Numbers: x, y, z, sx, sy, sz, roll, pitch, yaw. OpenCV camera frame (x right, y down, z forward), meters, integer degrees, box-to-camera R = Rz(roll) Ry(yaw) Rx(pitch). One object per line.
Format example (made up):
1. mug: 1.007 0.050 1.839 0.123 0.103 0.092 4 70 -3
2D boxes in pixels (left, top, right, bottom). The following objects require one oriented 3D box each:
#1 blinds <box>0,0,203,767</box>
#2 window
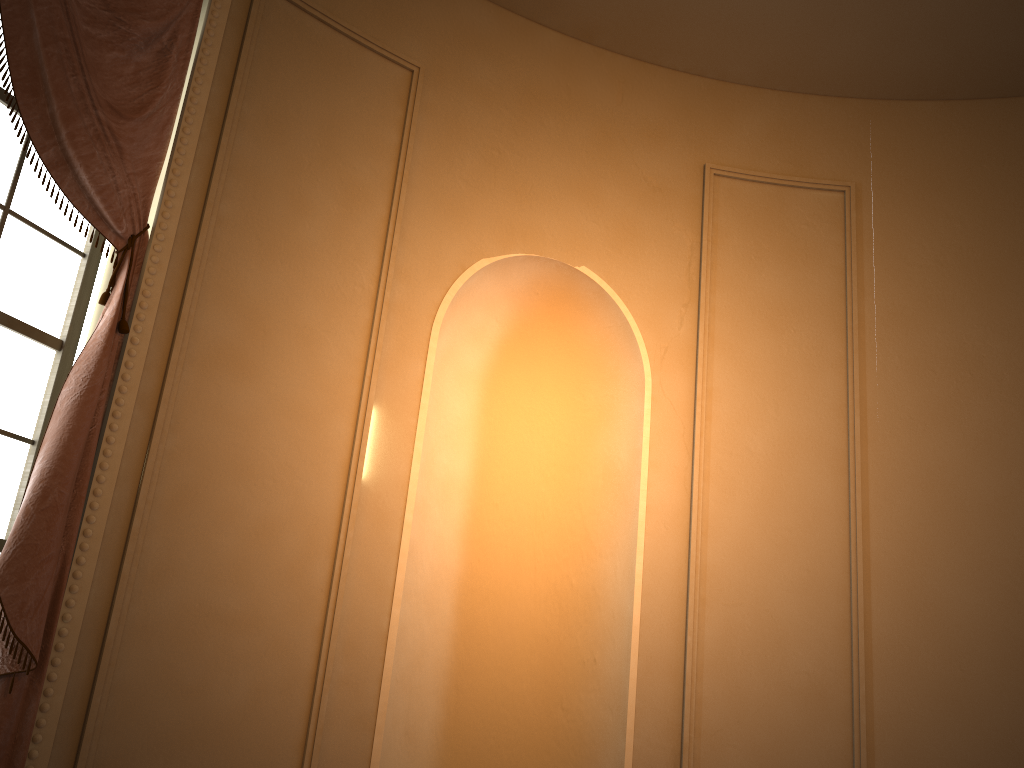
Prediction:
1. blinds: -1.484 -0.291 2.086 0.280 2.944 1.373 -5 -21 31
2. window: -1.674 -0.334 2.213 0.150 2.806 1.349 -5 -21 32
